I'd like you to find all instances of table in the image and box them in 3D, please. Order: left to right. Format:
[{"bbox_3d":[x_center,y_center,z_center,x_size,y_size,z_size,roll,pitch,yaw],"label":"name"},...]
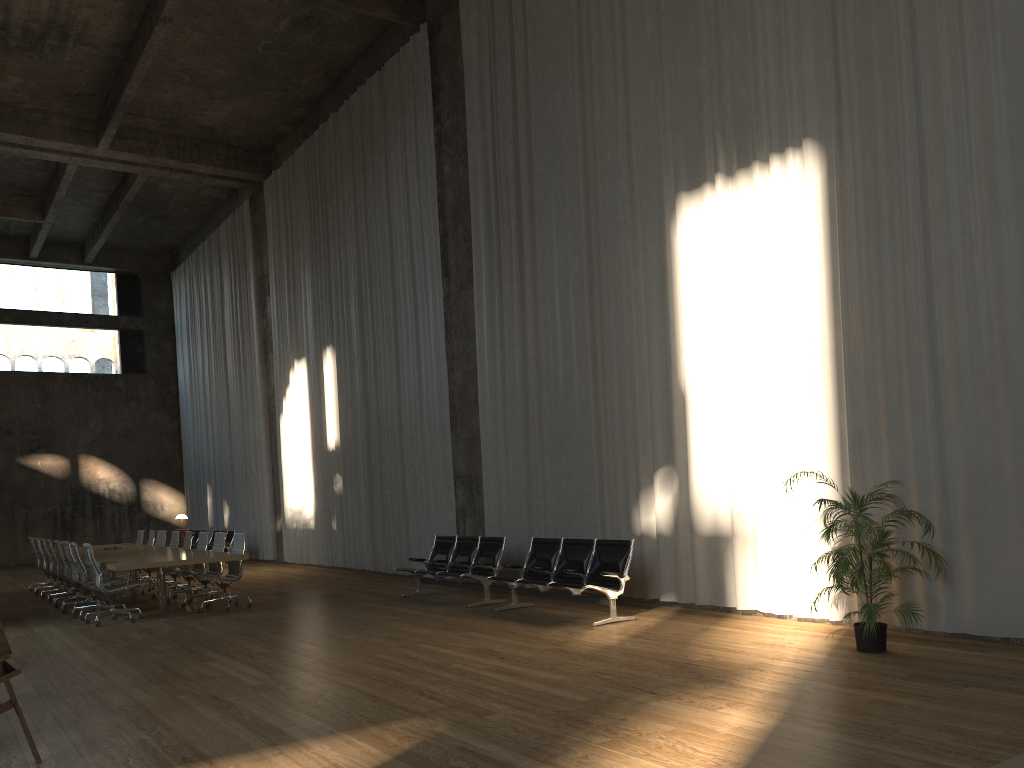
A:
[{"bbox_3d":[-6.195,3.065,14.094,1.599,0.756,7.762,1,-8,-34],"label":"table"}]

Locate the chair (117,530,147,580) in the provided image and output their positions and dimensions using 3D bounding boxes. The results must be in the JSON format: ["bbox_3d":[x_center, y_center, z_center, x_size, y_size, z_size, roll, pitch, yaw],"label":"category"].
[{"bbox_3d":[-7.485,3.372,17.104,0.697,1.024,0.669,-2,-2,-29],"label":"chair"}]

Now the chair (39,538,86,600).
[{"bbox_3d":[-7.573,3.094,14.807,0.697,1.024,0.669,-2,-2,-29],"label":"chair"}]

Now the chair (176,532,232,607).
[{"bbox_3d":[-4.454,2.672,12.692,0.697,1.024,0.669,-2,-2,-31],"label":"chair"}]

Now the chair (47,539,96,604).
[{"bbox_3d":[-7.068,2.976,14.063,0.697,1.024,0.669,-2,-2,-26],"label":"chair"}]

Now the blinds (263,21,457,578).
[{"bbox_3d":[-3.252,-0.770,16.763,0.274,8.631,7.873,-3,-2,-33],"label":"blinds"}]

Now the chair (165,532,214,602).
[{"bbox_3d":[-4.969,2.792,13.452,0.697,1.024,0.669,-2,-2,-29],"label":"chair"}]

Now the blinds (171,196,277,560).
[{"bbox_3d":[-8.107,0.367,23.951,0.274,8.631,7.873,-3,-2,-35],"label":"blinds"}]

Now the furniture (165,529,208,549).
[{"bbox_3d":[-8.513,4.230,22.908,0.707,0.840,1.883,-1,-6,-34],"label":"furniture"}]

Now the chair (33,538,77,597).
[{"bbox_3d":[-8.089,3.214,15.566,0.697,1.024,0.669,-2,-2,-31],"label":"chair"}]

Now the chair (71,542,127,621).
[{"bbox_3d":[-5.573,2.626,11.850,0.697,1.024,0.669,-2,-2,-26],"label":"chair"}]

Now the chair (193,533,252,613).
[{"bbox_3d":[-6.307,2.488,10.367,12.937,1.028,31.700,2,-8,-34],"label":"chair"}]

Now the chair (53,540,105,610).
[{"bbox_3d":[-6.577,2.861,13.331,0.697,1.024,0.669,-2,-2,-29],"label":"chair"}]

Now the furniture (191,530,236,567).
[{"bbox_3d":[-7.176,3.917,20.929,0.707,0.840,1.883,-1,-6,-34],"label":"furniture"}]

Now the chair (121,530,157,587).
[{"bbox_3d":[-6.977,3.260,16.404,0.697,1.024,0.669,-2,-2,-26],"label":"chair"}]

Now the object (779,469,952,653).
[{"bbox_3d":[2.746,1.377,6.948,1.090,1.454,1.135,-1,-3,-43],"label":"object"}]

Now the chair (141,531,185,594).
[{"bbox_3d":[-5.966,3.025,14.927,0.697,1.024,0.669,-2,-2,-29],"label":"chair"}]

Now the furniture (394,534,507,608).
[{"bbox_3d":[-0.846,2.447,11.655,0.707,0.840,1.883,-1,-6,-34],"label":"furniture"}]

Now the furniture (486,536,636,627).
[{"bbox_3d":[0.491,2.134,9.675,0.707,0.840,1.883,-1,-6,-34],"label":"furniture"}]

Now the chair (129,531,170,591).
[{"bbox_3d":[-6.497,3.147,15.694,0.697,1.024,0.669,-2,-2,-35],"label":"chair"}]

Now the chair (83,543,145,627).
[{"bbox_3d":[-5.060,2.514,11.153,0.697,1.024,0.669,-2,-2,-29],"label":"chair"}]

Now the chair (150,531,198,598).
[{"bbox_3d":[-5.475,2.910,14.196,0.697,1.024,0.669,-2,-2,-26],"label":"chair"}]

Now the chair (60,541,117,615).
[{"bbox_3d":[-6.059,2.738,12.555,0.697,1.024,0.669,-2,-2,-35],"label":"chair"}]

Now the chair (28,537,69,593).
[{"bbox_3d":[-8.618,3.339,16.354,0.697,1.024,0.669,-2,-2,-28],"label":"chair"}]

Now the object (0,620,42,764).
[{"bbox_3d":[-3.008,1.070,4.618,0.684,2.144,0.702,-3,0,-8],"label":"object"}]

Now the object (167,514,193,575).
[{"bbox_3d":[-7.139,3.439,18.826,0.571,1.295,0.659,-3,-1,-1],"label":"object"}]

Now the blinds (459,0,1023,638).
[{"bbox_3d":[1.587,-1.904,9.597,0.274,8.631,7.873,-3,-2,-33],"label":"blinds"}]
